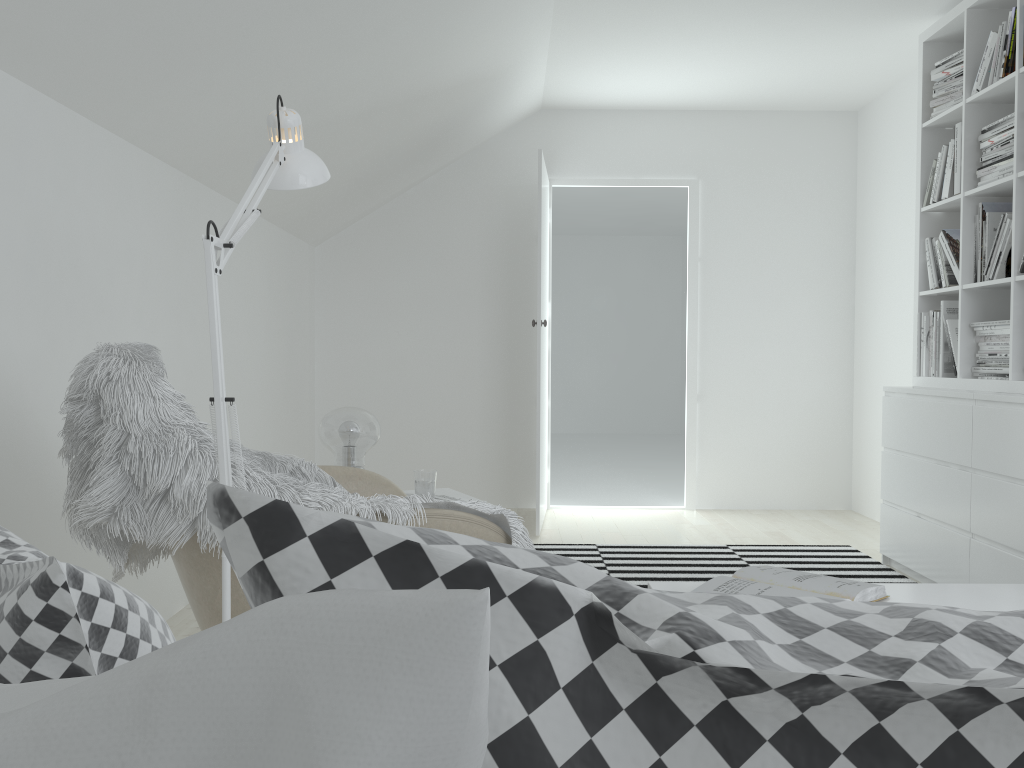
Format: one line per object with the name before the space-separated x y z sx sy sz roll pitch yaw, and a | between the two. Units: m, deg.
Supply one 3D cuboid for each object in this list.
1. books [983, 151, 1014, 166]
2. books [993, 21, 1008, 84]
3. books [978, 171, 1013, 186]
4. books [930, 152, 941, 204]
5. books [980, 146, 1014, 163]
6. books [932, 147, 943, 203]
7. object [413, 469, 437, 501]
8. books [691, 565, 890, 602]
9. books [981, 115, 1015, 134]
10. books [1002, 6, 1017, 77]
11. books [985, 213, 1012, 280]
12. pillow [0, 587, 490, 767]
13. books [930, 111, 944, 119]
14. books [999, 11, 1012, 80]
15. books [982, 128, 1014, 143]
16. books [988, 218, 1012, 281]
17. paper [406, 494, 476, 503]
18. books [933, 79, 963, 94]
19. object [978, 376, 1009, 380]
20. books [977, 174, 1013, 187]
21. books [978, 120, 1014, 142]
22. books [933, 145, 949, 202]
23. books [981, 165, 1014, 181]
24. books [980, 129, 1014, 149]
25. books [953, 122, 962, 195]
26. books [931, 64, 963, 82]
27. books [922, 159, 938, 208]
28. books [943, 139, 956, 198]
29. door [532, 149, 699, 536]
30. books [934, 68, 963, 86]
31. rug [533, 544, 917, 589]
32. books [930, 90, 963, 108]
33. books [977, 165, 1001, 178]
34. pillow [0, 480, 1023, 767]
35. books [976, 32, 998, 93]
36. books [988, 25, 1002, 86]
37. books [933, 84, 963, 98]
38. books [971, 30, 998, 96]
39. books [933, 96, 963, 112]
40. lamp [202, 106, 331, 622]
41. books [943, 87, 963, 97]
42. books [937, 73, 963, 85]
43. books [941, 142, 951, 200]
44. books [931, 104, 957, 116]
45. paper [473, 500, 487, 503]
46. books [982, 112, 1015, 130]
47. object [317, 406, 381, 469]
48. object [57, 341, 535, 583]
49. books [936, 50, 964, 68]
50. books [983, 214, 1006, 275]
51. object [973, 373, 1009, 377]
books | 1.992 -0.880 3.439 0.182 0.016 0.288 0 2 0
books | 1.934 -1.260 3.378 0.161 0.222 0.084 0 2 0
books | 1.980 -0.800 3.436 0.182 0.016 0.288 0 2 -5
books | 1.934 -0.900 3.887 0.161 0.218 0.101 0 2 0
books | 1.979 -0.897 3.447 0.167 0.017 0.263 0 2 -5
books | 1.930 -0.906 3.858 0.152 0.232 0.104 0 2 0
object | -0.248 0.290 2.530 0.067 0.087 0.067 0 2 -3
books | 0.481 0.366 1.547 0.231 0.040 0.342 2 2 42
books | 1.968 -1.007 3.426 0.159 0.012 0.285 0 2 0
books | 1.941 -1.273 3.304 0.170 0.251 0.118 0 2 0
books | 1.974 -0.533 3.472 0.159 0.253 0.153 0 2 0
pillow | -0.260 0.294 0.382 0.623 0.498 0.333 1 2 33
books | 1.967 -1.171 3.802 0.182 0.016 0.288 0 2 -10
books | 1.943 -1.272 3.347 0.159 0.248 0.089 0 2 0
books | 1.977 -0.970 3.443 0.161 0.013 0.254 0 2 -5
books | 1.977 -0.517 3.450 0.167 0.236 0.146 0 2 0
paper | -0.251 0.337 2.531 0.205 0.024 0.312 -1 2 -40
books | 1.978 -1.287 3.820 0.167 0.017 0.263 0 2 -15
object | 1.966 -0.021 3.461 0.161 0.012 0.254 0 2 0
books | 1.964 -0.784 3.431 0.182 0.016 0.288 0 2 0
books | 1.977 -0.988 3.430 0.176 0.025 0.331 0 2 0
books | 1.928 -0.907 3.826 0.172 0.235 0.112 0 2 0
books | 1.975 -0.818 3.437 0.174 0.021 0.273 0 2 0
books | 1.972 -0.952 3.434 0.174 0.021 0.273 0 2 0
books | 1.924 -0.930 3.664 0.176 0.290 0.053 0 2 0
books | 1.973 -1.342 3.806 0.174 0.021 0.273 0 2 -20
books | 1.929 -0.883 3.936 0.161 0.210 0.127 0 2 0
books | 1.932 -0.908 3.742 0.174 0.242 0.105 0 2 0
door | 0.430 -0.239 5.332 1.397 2.055 0.688 -1 2 -42
books | 1.967 -1.326 3.821 0.161 0.013 0.256 0 2 -5
rug | 0.792 0.879 2.314 1.846 0.004 4.362 0 2 0
books | 1.979 -1.231 3.806 0.180 0.028 0.296 0 2 -20
books | 1.977 -0.841 3.433 0.180 0.028 0.296 0 2 -5
pillow | 0.677 0.283 0.509 2.488 0.513 0.676 0 2 2
books | 1.945 -1.256 3.477 0.167 0.210 0.162 0 2 0
books | 1.936 -1.259 3.412 0.161 0.218 0.101 0 2 0
books | 1.993 -1.270 3.814 0.182 0.016 0.288 0 2 -20
books | 1.954 -1.264 3.514 0.186 0.226 0.173 0 2 0
books | 1.977 -1.206 3.810 0.174 0.021 0.273 0 2 -10
lamp | -0.385 0.212 1.398 0.196 1.373 0.527 0 2 4
books | 1.994 -1.254 3.804 0.182 0.016 0.288 0 2 -5
books | 1.979 -1.313 3.801 0.159 0.012 0.285 0 2 -10
books | 1.939 -0.908 3.782 0.172 0.239 0.093 0 2 0
books | 1.981 -1.187 3.810 0.182 0.016 0.288 0 2 -15
paper | -0.251 0.341 2.531 0.312 0.015 0.205 1 2 15
books | 1.972 -1.021 3.441 0.161 0.012 0.254 0 2 0
object | -0.477 0.205 2.606 0.185 0.279 0.185 0 2 -6
object | -0.397 0.310 1.814 0.954 0.789 0.784 0 2 -19
books | 1.970 -1.397 3.797 0.159 0.012 0.285 0 2 -5
books | 1.966 -0.544 3.479 0.161 0.226 0.138 0 2 0
object | 1.962 -0.034 3.477 0.159 0.012 0.285 0 2 0
